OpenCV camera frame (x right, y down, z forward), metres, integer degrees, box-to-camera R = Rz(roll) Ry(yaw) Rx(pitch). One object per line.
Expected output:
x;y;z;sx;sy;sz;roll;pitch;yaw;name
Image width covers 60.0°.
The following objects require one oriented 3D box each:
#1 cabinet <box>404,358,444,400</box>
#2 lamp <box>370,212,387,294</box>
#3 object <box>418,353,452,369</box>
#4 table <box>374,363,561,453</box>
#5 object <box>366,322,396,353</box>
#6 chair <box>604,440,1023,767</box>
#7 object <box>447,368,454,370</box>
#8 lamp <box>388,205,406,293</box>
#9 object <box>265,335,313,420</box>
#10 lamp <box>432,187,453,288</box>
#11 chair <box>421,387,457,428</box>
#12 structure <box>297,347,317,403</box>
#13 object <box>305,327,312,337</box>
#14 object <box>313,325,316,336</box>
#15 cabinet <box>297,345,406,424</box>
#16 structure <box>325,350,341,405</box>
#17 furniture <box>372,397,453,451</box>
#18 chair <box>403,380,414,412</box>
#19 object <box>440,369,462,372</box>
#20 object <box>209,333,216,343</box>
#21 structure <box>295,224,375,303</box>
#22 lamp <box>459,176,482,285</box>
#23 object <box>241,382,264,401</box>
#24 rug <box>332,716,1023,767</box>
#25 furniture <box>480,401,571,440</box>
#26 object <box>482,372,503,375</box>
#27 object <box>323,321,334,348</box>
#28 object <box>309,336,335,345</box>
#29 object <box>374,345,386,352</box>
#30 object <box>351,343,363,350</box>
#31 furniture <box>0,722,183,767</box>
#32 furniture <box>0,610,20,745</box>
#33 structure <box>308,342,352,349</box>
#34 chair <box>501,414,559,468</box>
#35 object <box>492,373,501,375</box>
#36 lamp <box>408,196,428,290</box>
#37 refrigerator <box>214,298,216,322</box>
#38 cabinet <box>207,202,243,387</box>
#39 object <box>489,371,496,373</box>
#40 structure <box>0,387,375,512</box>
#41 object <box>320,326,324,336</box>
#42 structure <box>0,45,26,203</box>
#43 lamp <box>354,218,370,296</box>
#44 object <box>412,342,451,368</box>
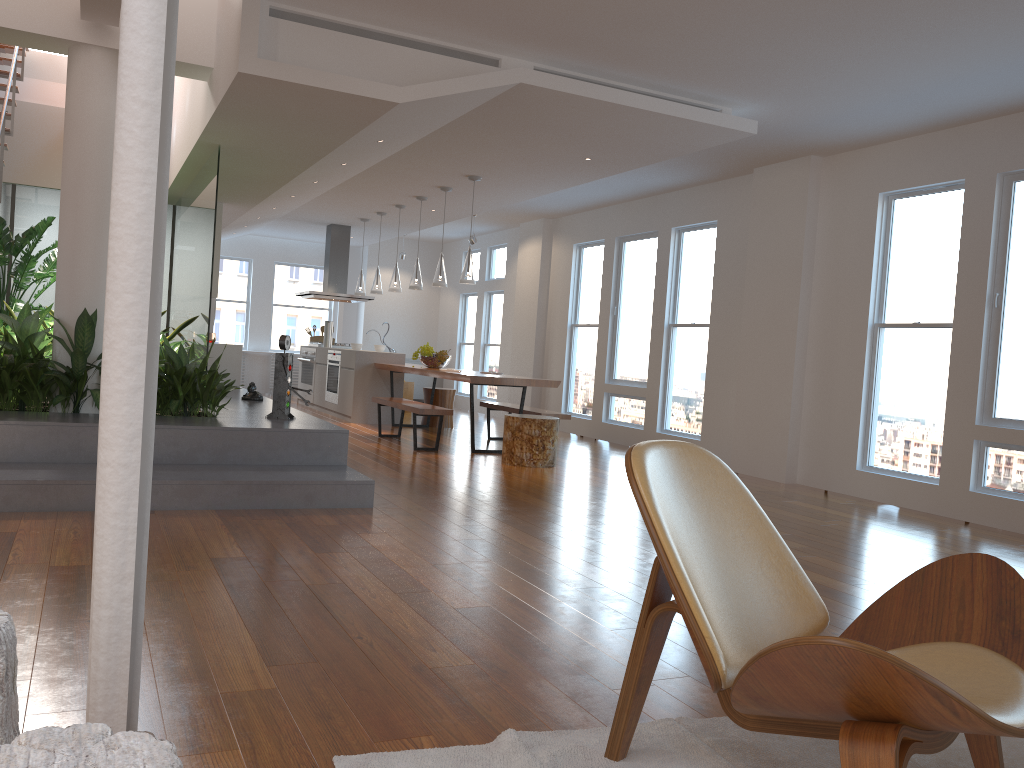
-1.822;-0.069;14.688;1.309;0.725;0.420;3;2;-26;cabinet
-1.624;-1.632;10.842;0.160;1.060;0.160;4;2;1;lamp
-0.831;-0.239;9.527;0.360;0.159;0.360;5;2;28;object
-1.274;0.124;10.467;0.893;0.704;5.996;3;2;-26;table
-2.104;-0.728;14.461;0.210;0.563;0.590;5;2;35;object
0.683;0.535;1.739;0.856;0.752;0.867;3;2;-21;chair
-0.592;-0.134;8.566;0.079;0.030;0.070;5;2;28;object
-1.312;-1.589;10.191;0.160;1.060;0.160;4;2;1;lamp
-1.471;-0.041;5.954;0.318;0.565;0.134;4;2;11;object
-0.689;-1.504;8.889;0.160;1.060;0.160;4;2;1;lamp
-0.872;0.280;10.528;0.396;0.455;0.402;3;2;-36;chair
-2.598;-0.120;12.377;0.649;0.735;0.890;3;2;-26;structure
-2.875;-0.684;12.723;0.199;0.259;0.016;3;2;-15;object
-2.842;-0.700;12.741;0.055;0.299;0.027;3;2;-26;object
-2.172;-0.039;11.578;0.597;0.832;2.936;3;2;-26;cabinet
-2.210;-0.092;10.997;0.072;0.648;0.644;3;2;-26;structure
-0.980;0.372;8.398;0.316;0.389;1.433;3;2;-26;furniture
-1.641;0.165;12.612;0.344;0.430;0.549;3;2;-22;chair
-0.593;-0.128;8.566;0.222;0.020;0.222;4;2;15;object
-3.191;-0.491;9.421;0.094;0.106;0.094;3;2;-20;object
-2.429;-1.869;12.325;0.909;1.405;0.900;3;2;-26;structure
-0.378;-1.461;8.238;0.160;1.060;0.160;4;2;1;lamp
-2.210;0.058;7.512;0.181;0.155;0.216;5;2;29;object
1.847;0.976;0.962;3.525;0.057;3.478;3;2;-21;rug
0.094;0.430;8.916;0.316;0.389;1.433;3;2;-26;furniture
-0.193;-0.105;8.706;0.222;0.020;0.222;3;2;-34;object
-2.457;-0.665;11.913;0.120;0.356;0.172;5;2;22;object
-2.737;-0.614;12.786;0.353;0.157;0.084;3;2;-26;object
-1.586;-0.425;10.634;0.152;0.082;0.152;5;2;25;object
-1.864;-0.445;10.637;0.152;0.082;0.152;4;2;14;object
-0.582;0.660;1.183;0.292;0.333;0.294;5;2;35;furniture
-0.930;0.586;1.405;0.298;0.418;0.290;5;2;27;furniture
-2.536;-0.543;12.392;0.520;0.073;0.650;3;2;-26;structure
0.155;0.472;7.461;0.460;0.400;0.460;3;2;-16;chair
-0.135;-0.099;8.616;0.158;0.017;0.019;3;2;-31;object
-1.001;-1.546;9.540;0.160;1.060;0.160;4;2;1;lamp
-4.392;-0.702;11.953;0.725;1.772;0.908;3;2;-26;refrigerator
-4.106;-0.875;11.254;0.676;2.280;4.565;3;2;-26;cabinet
-0.192;-0.111;8.706;0.079;0.030;0.070;5;2;18;object
-3.354;0.272;6.784;3.088;0.386;5.584;3;2;-26;structure
-2.735;-0.694;12.792;0.061;0.299;0.040;3;2;-28;object
-3.684;-1.857;7.221;2.552;4.265;4.591;3;2;-26;structure
-1.935;-1.675;11.494;0.160;1.060;0.160;4;2;1;lamp
-0.855;-0.304;9.527;0.292;0.284;0.394;5;2;28;object
